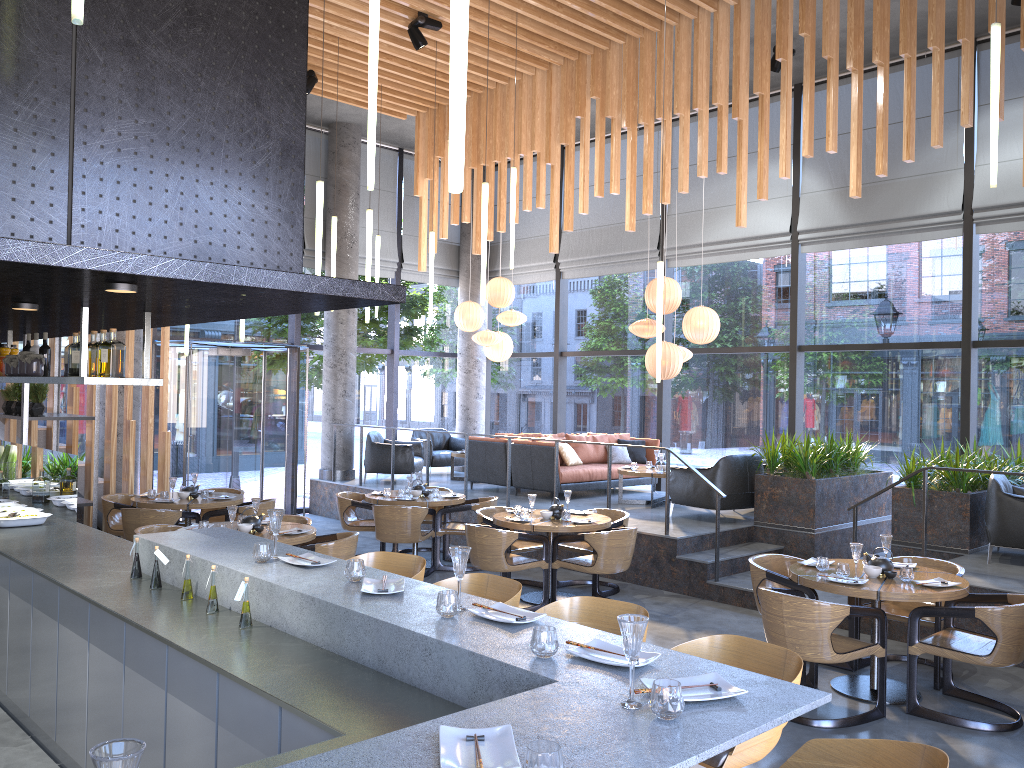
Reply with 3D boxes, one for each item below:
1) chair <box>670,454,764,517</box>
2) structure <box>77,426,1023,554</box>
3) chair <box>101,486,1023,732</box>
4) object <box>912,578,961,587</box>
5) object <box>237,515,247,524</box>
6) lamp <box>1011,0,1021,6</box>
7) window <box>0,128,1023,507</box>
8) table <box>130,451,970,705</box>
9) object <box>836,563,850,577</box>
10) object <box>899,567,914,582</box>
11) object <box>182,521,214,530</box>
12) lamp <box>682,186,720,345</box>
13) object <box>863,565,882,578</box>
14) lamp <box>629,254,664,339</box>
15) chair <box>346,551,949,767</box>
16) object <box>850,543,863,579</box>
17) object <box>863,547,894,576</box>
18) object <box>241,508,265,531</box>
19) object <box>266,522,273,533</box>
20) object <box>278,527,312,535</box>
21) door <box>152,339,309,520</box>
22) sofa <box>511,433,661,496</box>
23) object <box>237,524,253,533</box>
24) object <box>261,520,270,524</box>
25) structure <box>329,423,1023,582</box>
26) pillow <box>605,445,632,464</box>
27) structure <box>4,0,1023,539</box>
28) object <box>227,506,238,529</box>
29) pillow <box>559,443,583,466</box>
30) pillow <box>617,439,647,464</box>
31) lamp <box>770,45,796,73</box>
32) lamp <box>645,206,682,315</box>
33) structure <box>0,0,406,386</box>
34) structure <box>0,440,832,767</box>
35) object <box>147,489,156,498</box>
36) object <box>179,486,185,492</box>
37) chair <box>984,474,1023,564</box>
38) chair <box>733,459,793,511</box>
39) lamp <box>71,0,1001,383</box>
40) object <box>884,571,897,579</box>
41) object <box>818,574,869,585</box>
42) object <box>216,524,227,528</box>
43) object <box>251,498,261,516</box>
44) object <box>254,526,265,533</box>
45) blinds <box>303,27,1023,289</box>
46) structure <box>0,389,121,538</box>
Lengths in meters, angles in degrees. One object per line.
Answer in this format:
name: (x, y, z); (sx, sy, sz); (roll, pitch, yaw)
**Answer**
chair: (2.336, 1.137, 9.961); (1.030, 0.743, 0.833); (2, -1, -37)
structure: (-2.366, 1.142, 9.407); (15.715, 1.608, 4.306); (1, -1, -5)
chair: (0.092, 1.590, 6.674); (4.352, 0.759, 9.749); (2, -1, -42)
object: (2.628, 1.245, 5.528); (0.294, 0.025, 0.170); (1, -1, -24)
object: (-2.228, 1.131, 7.329); (0.086, 0.086, 0.086); (1, -1, -6)
lamp: (4.730, -3.633, 8.141); (0.273, 0.367, 0.300); (1, -1, 2)
window: (-0.992, -0.999, 6.937); (12.900, 5.897, 12.739); (2, -1, -43)
table: (0.748, 1.515, 8.243); (6.876, 0.968, 10.659); (2, -1, -43)
object: (2.140, 1.206, 5.735); (0.086, 0.086, 0.086); (1, -1, -18)
object: (2.510, 1.212, 5.640); (0.086, 0.086, 0.086); (2, -1, -41)
object: (-2.492, 1.123, 7.099); (0.253, 0.086, 0.335); (1, -1, 5)
lamp: (0.893, -2.118, 8.250); (0.468, 3.124, 6.999); (1, -1, 28)
object: (2.338, 1.221, 5.752); (0.116, 0.065, 0.116); (1, -1, 25)
lamp: (1.759, -1.722, 11.433); (0.467, 2.271, 0.467); (1, -1, 10)
chair: (-0.652, 1.381, 1.737); (2.787, 1.047, 5.395); (1, -1, 24)
object: (2.203, 1.135, 5.676); (0.082, 0.227, 0.082); (1, -1, 16)
object: (2.437, 1.167, 5.865); (0.163, 0.179, 0.168); (1, -1, -6)
object: (-2.098, 1.085, 7.139); (0.163, 0.179, 0.168); (1, -1, 12)
object: (-1.899, 1.135, 7.011); (0.086, 0.086, 0.086); (1, -1, 10)
object: (-1.737, 1.169, 6.998); (0.170, 0.025, 0.294); (1, -1, 27)
door: (-4.031, 0.680, 12.582); (2.186, 2.526, 2.186); (1, -1, -24)
sofa: (1.043, 1.099, 12.174); (2.226, 0.811, 0.864); (2, -1, -44)
object: (-2.104, 1.141, 6.990); (0.116, 0.065, 0.116); (1, -1, 31)
object: (-2.121, 1.166, 7.486); (0.294, 0.025, 0.170); (1, -1, -8)
structure: (-1.876, -0.261, 5.837); (9.054, 4.117, 11.718); (2, -1, -44)
pillow: (1.492, 0.988, 12.437); (0.332, 0.263, 0.203); (1, -1, -23)
structure: (-1.636, -1.032, 5.457); (10.127, 5.894, 10.399); (2, -1, -43)
object: (-2.160, 1.057, 6.845); (0.082, 0.227, 0.082); (1, -1, -23)
pillow: (0.749, 0.940, 11.923); (0.289, 0.311, 0.393); (1, -1, 27)
pillow: (1.705, 0.961, 12.626); (0.418, 0.345, 0.242); (1, -1, -3)
lamp: (2.989, -3.651, 9.947); (0.273, 0.367, 0.300); (1, -1, -25)
lamp: (1.940, -2.068, 11.272); (0.465, 2.374, 0.465); (1, -1, -20)
structure: (-5.232, -1.044, 5.492); (4.958, 2.382, 8.600); (2, -1, -43)
structure: (-3.988, 1.158, 3.974); (4.889, 1.400, 8.945); (2, -1, -43)
object: (-3.661, 1.118, 9.014); (0.086, 0.086, 0.086); (1, -1, 33)
object: (-3.468, 1.126, 9.372); (0.086, 0.086, 0.086); (1, -1, 39)
chair: (4.544, 1.160, 7.641); (0.833, 0.743, 1.030); (1, -1, 32)
chair: (3.192, 1.163, 10.778); (0.833, 0.743, 1.030); (1, -1, 32)
lamp: (-1.505, -5.183, 4.799); (8.975, 10.231, 8.774); (1, -1, 45)
object: (2.443, 1.234, 5.722); (0.080, 0.042, 0.080); (1, -1, 11)
object: (2.074, 1.234, 5.597); (0.294, 0.025, 0.170); (1, -1, 44)
object: (-2.246, 1.126, 6.852); (0.086, 0.086, 0.086); (1, -1, 33)
object: (-2.124, 1.063, 7.353); (0.082, 0.227, 0.082); (1, -1, 40)
object: (-2.003, 1.155, 7.033); (0.080, 0.042, 0.080); (1, -1, 32)
blinds: (-1.103, -2.755, 11.310); (17.610, 2.314, 8.760); (1, -1, 0)
structure: (-5.304, 0.689, 9.851); (2.530, 2.400, 1.000); (2, -1, -43)
